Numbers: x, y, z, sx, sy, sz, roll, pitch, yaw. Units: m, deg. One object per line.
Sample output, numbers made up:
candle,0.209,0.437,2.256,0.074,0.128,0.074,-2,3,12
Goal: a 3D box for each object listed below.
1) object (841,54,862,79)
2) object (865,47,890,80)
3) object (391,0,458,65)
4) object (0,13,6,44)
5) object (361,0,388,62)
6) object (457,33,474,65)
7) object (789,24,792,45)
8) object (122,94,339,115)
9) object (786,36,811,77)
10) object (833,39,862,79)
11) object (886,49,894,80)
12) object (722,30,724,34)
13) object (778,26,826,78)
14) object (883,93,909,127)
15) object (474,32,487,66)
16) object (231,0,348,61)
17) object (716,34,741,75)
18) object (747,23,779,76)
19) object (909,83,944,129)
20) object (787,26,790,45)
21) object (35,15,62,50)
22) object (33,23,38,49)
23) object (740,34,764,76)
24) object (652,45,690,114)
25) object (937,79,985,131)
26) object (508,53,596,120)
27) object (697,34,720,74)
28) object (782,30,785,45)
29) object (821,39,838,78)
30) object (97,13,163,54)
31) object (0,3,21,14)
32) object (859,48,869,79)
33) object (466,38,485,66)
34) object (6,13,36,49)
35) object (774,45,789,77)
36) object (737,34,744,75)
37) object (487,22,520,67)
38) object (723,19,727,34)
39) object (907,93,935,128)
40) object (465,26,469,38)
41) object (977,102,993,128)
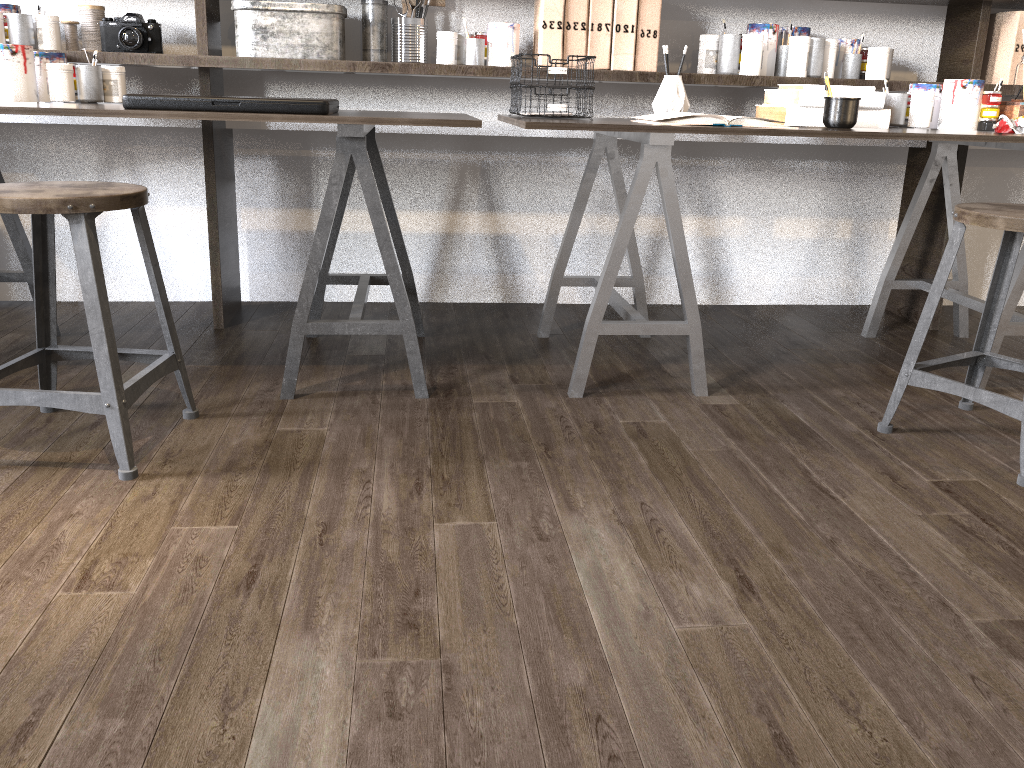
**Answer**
object,1.049,-0.977,2.737,0.054,0.080,0.055,-3,17,-16
object,1.100,-0.963,2.666,0.062,0.094,0.062,9,18,24
object,-0.260,-1.072,2.584,0.181,0.268,0.158,-5,18,-22
object,-1.412,-0.959,2.405,0.062,0.093,0.062,-4,17,-20
object,-0.411,-1.050,2.655,0.079,0.186,0.079,-6,18,-27
object,-0.146,-0.993,2.637,0.063,0.092,0.064,-14,22,-43
object,0.846,-1.021,2.704,0.005,0.147,0.036,6,16,15
object,-0.645,-0.662,2.095,0.445,0.033,0.316,0,18,-7
object,0.854,-0.974,2.643,0.062,0.118,0.062,-11,20,-37
object,1.055,-1.026,2.814,0.094,0.128,0.096,-4,17,-19
object,1.134,-0.980,2.722,0.063,0.093,0.063,9,18,24
object,0.662,-1.029,2.744,0.035,0.128,0.004,2,16,0
object,0.889,-1.022,2.741,0.094,0.159,0.208,0,17,-5
object,1.112,-0.797,2.575,0.063,0.092,0.064,13,19,32
object,-0.090,-0.987,2.623,0.045,0.100,0.045,1,16,-4
object,-0.634,-1.010,2.547,0.317,0.150,0.195,0,17,-7
object,0.651,-0.985,2.659,0.063,0.116,0.064,12,19,32
object,0.762,-1.017,2.716,0.095,0.159,0.095,-1,16,-10
object,1.224,-0.825,2.632,0.095,0.126,0.095,-1,17,-10
object,0.839,-1.018,2.697,0.004,0.166,0.030,6,16,14
object,-1.285,-0.971,2.455,0.062,0.093,0.062,-4,17,-20
object,-1.352,-0.981,2.512,0.054,0.079,0.054,8,17,20
object,0.710,-0.972,2.623,0.062,0.118,0.062,16,22,41
object,0.458,-0.857,2.524,0.102,0.206,0.102,14,20,36
object,1.283,-0.797,2.534,0.105,0.140,0.105,2,16,1
object,0.102,-0.793,2.369,0.203,0.158,0.288,0,18,-7
object,0.599,-1.001,2.700,0.062,0.118,0.062,12,19,32
object,0.826,-1.013,2.711,0.004,0.128,0.035,7,16,17
object,0.963,-0.996,2.723,0.062,0.118,0.062,-11,20,-37
object,-1.066,-0.976,2.466,0.171,0.107,0.092,0,17,-7
object,-1.437,-1.006,2.507,0.095,0.126,0.095,9,18,23
object,1.102,-0.996,2.768,0.044,0.101,0.045,-2,17,-15
object,-0.102,-0.984,2.627,0.062,0.092,0.183,4,18,7
object,-1.345,-0.963,2.427,0.062,0.092,0.064,-4,17,-20
object,0.840,-0.989,2.730,0.054,0.100,0.055,5,16,9
object,0.703,-0.992,2.683,0.045,0.126,0.045,0,16,-6
object,-0.026,-0.988,2.593,0.095,0.126,0.095,2,16,0
object,0.661,-1.033,2.724,0.041,0.166,0.009,1,16,-3
object,1.172,-0.783,2.539,0.062,0.093,0.062,17,22,41
object,-0.119,-0.976,2.548,0.035,0.101,0.004,-1,16,-11
object,1.371,-0.781,2.575,0.060,0.087,0.060,1,16,-2
